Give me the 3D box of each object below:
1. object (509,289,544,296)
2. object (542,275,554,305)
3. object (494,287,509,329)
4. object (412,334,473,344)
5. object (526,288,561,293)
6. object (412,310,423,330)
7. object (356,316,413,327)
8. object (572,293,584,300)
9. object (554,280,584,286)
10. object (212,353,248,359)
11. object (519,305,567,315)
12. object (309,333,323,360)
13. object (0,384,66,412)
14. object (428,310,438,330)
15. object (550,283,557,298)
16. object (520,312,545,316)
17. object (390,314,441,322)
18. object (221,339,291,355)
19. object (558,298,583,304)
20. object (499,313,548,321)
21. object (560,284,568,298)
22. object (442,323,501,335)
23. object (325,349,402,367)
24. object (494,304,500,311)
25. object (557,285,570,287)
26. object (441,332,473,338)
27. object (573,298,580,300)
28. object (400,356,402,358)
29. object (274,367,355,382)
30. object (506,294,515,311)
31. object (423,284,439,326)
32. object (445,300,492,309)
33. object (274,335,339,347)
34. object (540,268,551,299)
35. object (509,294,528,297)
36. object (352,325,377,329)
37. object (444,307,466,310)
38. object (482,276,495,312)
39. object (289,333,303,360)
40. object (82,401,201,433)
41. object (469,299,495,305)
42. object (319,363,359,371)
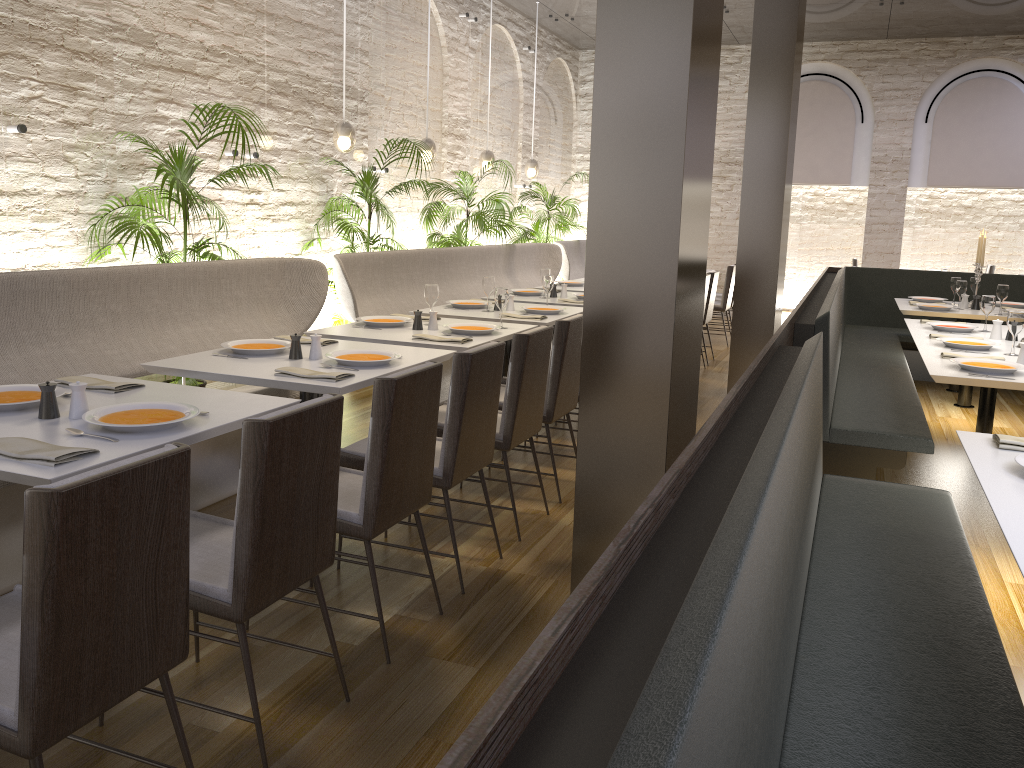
[{"bbox_3d":[0.125,-0.735,7.137,0.321,0.036,0.324,2,11,-1],"label":"object"},{"bbox_3d":[0.247,-0.640,6.147,0.087,0.229,0.086,6,10,27],"label":"object"},{"bbox_3d":[-0.060,-0.429,5.003,0.086,0.229,0.087,-3,10,-27],"label":"object"},{"bbox_3d":[-0.350,-0.228,4.468,0.273,0.033,0.143,6,12,21],"label":"object"},{"bbox_3d":[0.266,-0.784,7.447,0.273,0.033,0.143,6,12,21],"label":"object"},{"bbox_3d":[-0.514,-0.351,4.835,0.059,0.109,0.059,7,11,29],"label":"object"},{"bbox_3d":[-0.718,-0.348,4.990,0.322,0.036,0.323,-5,13,-33],"label":"object"},{"bbox_3d":[0.625,-0.682,6.944,0.321,0.036,0.324,2,11,-1],"label":"object"},{"bbox_3d":[0.550,-0.930,8.218,0.321,0.036,0.324,2,11,-1],"label":"object"},{"bbox_3d":[-1.200,-0.120,3.778,0.185,0.010,0.017,6,11,21],"label":"object"},{"bbox_3d":[0.204,-0.488,5.873,0.322,0.036,0.323,3,11,3],"label":"object"},{"bbox_3d":[-0.843,-0.163,3.807,0.059,0.109,0.060,4,9,12],"label":"object"},{"bbox_3d":[-1.582,0.048,2.789,0.321,0.036,0.324,2,11,-1],"label":"object"},{"bbox_3d":[-0.432,-0.352,4.853,0.059,0.109,0.059,7,11,29],"label":"object"},{"bbox_3d":[0.330,-0.738,6.982,0.059,0.109,0.060,4,9,12],"label":"object"},{"bbox_3d":[0.133,-0.451,5.706,0.181,0.015,0.038,6,12,22],"label":"object"},{"bbox_3d":[-0.577,-0.397,5.300,0.273,0.033,0.143,6,12,21],"label":"object"},{"bbox_3d":[-1.129,-0.160,3.944,0.321,0.036,0.324,2,11,-1],"label":"object"},{"bbox_3d":[0.493,-0.615,6.614,0.273,0.033,0.143,6,12,21],"label":"object"},{"bbox_3d":[0.072,-0.422,5.542,0.273,0.033,0.143,6,12,21],"label":"object"},{"bbox_3d":[0.412,-0.739,6.999,0.059,0.109,0.060,4,9,12],"label":"object"},{"bbox_3d":[-0.218,-0.295,4.798,0.322,0.036,0.323,-5,13,-33],"label":"object"},{"bbox_3d":[-0.629,-0.106,3.752,0.321,0.036,0.324,2,11,-1],"label":"object"},{"bbox_3d":[-0.092,-0.545,5.909,0.059,0.109,0.060,4,9,12],"label":"object"},{"bbox_3d":[0.479,-0.890,8.051,0.185,0.010,0.017,6,11,21],"label":"object"},{"bbox_3d":[-0.289,-0.257,4.632,0.181,0.015,0.038,6,12,22],"label":"object"},{"bbox_3d":[0.554,-0.644,6.778,0.181,0.015,0.038,6,12,22],"label":"object"},{"bbox_3d":[-0.569,-0.126,3.919,0.185,0.010,0.017,6,11,21],"label":"object"},{"bbox_3d":[-0.761,-0.039,3.422,0.273,0.033,0.143,6,12,21],"label":"object"},{"bbox_3d":[-0.010,-0.546,5.927,0.059,0.109,0.060,4,9,12],"label":"object"},{"bbox_3d":[-0.459,-0.450,5.045,0.086,0.229,0.087,-3,10,-27],"label":"object"},{"bbox_3d":[-0.296,-0.542,6.065,0.322,0.036,0.323,3,11,3],"label":"object"},{"bbox_3d":[-0.988,-0.208,4.255,0.273,0.033,0.143,6,12,21],"label":"object"},{"bbox_3d":[0.257,-0.779,6.867,0.086,0.229,0.087,-3,10,-27],"label":"object"},{"bbox_3d":[0.054,-0.695,6.970,0.185,0.010,0.017,6,11,21],"label":"object"},{"bbox_3d":[-0.789,-0.308,4.824,0.185,0.010,0.017,6,11,21],"label":"object"},{"bbox_3d":[-0.367,-0.502,5.898,0.185,0.010,0.017,6,11,21],"label":"object"},{"bbox_3d":[-0.155,-0.590,5.819,0.086,0.229,0.086,-2,10,-21],"label":"object"},{"bbox_3d":[-0.925,-0.163,3.789,0.059,0.109,0.060,4,9,12],"label":"object"},{"bbox_3d":[-1.083,0.102,2.597,0.321,0.036,0.324,2,11,-1],"label":"object"},{"bbox_3d":[-0.155,-0.590,6.375,0.273,0.033,0.143,6,12,21],"label":"object"},{"bbox_3d":[-0.700,-0.068,3.586,0.181,0.015,0.038,6,12,22],"label":"object"}]
